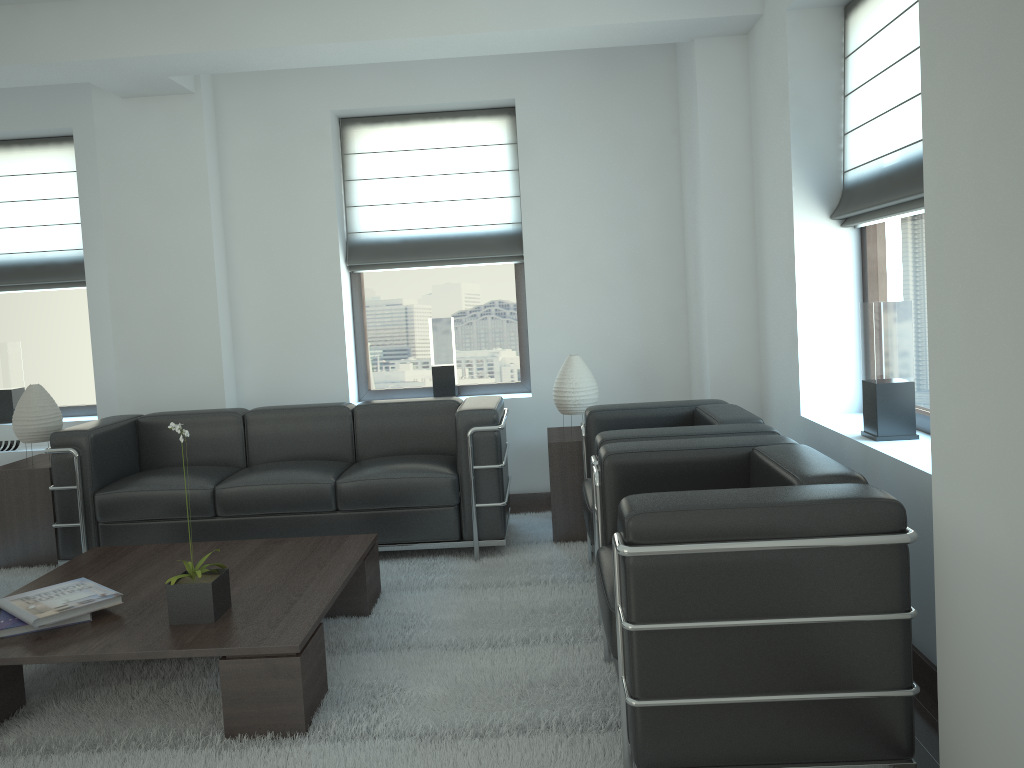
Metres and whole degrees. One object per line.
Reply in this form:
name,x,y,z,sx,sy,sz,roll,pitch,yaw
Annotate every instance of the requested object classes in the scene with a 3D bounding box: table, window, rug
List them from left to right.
window,-4.824,-1.018,8.785,1.700,2.726,0.146,-3,4,2
table,-3.891,1.060,7.449,0.526,0.843,0.788,-3,4,2
table,-1.887,1.364,5.029,1.936,0.440,1.925,-3,5,2
rug,-1.508,1.493,5.449,6.251,0.110,5.181,-3,5,2
window,-0.728,-1.237,8.632,1.700,2.726,0.146,-3,4,2
table,0.577,0.821,7.282,0.526,0.843,0.788,-3,4,2
window,2.391,-1.067,4.932,0.146,2.726,2.137,-3,4,2

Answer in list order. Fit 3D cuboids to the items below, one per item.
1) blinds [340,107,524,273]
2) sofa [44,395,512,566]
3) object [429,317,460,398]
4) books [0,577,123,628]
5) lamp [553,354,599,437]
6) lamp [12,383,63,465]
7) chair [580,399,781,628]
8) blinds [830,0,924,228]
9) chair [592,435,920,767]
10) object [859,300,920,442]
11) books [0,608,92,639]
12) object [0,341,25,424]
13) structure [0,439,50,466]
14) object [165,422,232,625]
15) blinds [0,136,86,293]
blinds,-0.762,-1.846,8.434,1.686,1.473,0.223,-3,4,2
sofa,-1.751,0.796,7.126,3.476,1.168,1.126,-3,4,2
object,-0.652,-0.243,8.455,0.238,0.774,0.244,-3,4,2
books,-2.367,1.138,4.640,0.518,0.045,0.447,2,7,43
lamp,0.516,0.086,7.176,0.374,0.653,0.375,-1,5,31
lamp,-3.927,0.323,7.342,0.374,0.653,0.375,-3,4,6
chair,1.022,0.772,5.703,1.123,1.168,1.650,-3,5,2
blinds,2.187,-1.682,4.897,0.222,1.473,2.128,-3,5,2
chair,0.958,0.933,4.023,1.123,1.168,1.650,-3,5,2
object,2.137,-0.081,5.045,0.238,0.774,0.244,-3,4,2
books,-2.455,1.189,4.641,0.446,0.045,0.519,-6,6,-27
object,-4.910,-0.016,8.615,0.238,0.774,0.244,-3,4,2
structure,-4.809,0.897,8.347,1.461,0.725,0.194,-3,4,2
object,-1.617,0.681,4.484,0.252,0.990,0.336,-3,4,2
blinds,-4.858,-1.628,8.587,1.686,1.473,0.223,-3,4,2
